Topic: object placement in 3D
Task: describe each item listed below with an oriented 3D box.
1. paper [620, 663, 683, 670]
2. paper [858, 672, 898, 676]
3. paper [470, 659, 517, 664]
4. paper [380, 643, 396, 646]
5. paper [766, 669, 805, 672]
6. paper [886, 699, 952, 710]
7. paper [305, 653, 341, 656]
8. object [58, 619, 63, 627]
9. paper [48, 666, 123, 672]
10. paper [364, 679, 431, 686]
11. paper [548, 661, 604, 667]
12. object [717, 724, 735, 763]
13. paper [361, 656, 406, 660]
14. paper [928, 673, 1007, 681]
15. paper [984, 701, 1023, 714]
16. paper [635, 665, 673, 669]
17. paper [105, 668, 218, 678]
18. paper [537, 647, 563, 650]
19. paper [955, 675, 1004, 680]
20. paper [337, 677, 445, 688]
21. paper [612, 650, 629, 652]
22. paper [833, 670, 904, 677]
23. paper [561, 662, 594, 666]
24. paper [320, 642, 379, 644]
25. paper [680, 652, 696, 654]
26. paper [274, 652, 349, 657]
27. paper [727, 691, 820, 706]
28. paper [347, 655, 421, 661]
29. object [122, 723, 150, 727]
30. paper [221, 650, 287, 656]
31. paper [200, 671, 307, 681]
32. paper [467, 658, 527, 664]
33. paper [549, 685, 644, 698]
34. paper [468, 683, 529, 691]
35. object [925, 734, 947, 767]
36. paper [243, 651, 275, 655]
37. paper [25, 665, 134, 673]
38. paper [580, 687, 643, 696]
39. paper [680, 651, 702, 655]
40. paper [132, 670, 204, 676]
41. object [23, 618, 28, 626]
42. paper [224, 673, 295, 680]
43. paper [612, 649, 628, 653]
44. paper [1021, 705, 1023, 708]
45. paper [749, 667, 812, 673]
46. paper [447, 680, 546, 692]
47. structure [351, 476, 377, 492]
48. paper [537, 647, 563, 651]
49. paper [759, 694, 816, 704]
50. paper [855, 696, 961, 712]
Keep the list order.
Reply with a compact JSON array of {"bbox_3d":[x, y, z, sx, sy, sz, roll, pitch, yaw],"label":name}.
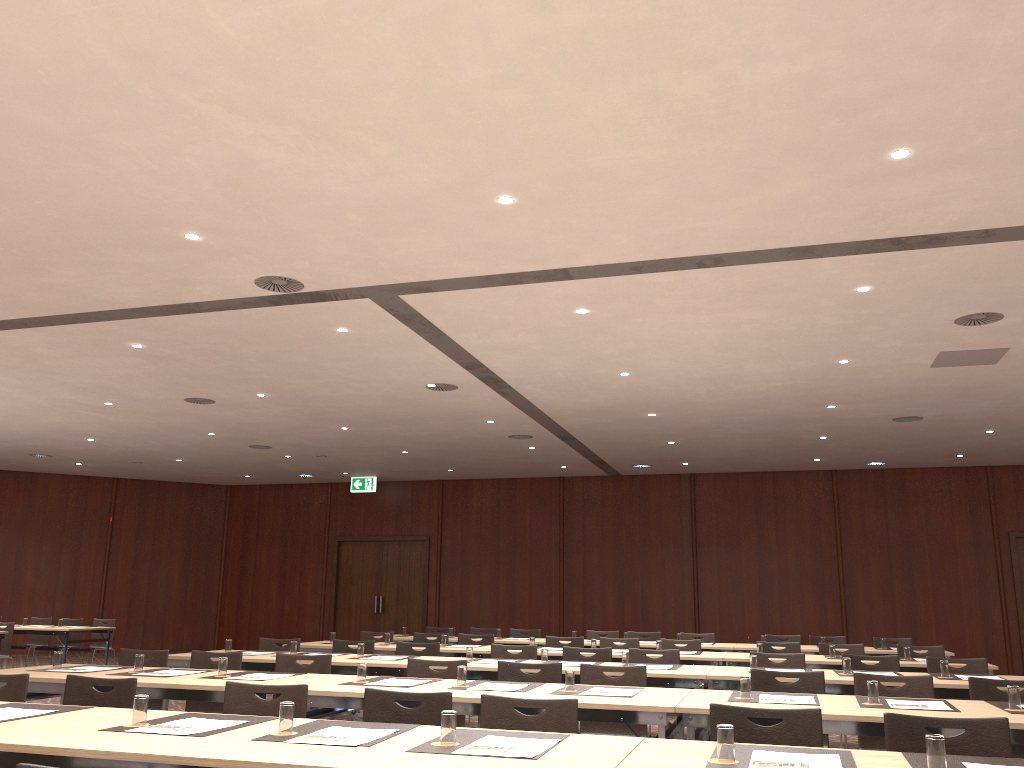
[{"bbox_3d":[1.086,2.222,6.975,0.460,0.003,0.566,-3,-14,16],"label":"paper"},{"bbox_3d":[2.655,2.111,6.449,0.283,0.006,0.399,-3,-14,13],"label":"paper"},{"bbox_3d":[-0.146,2.266,7.243,0.283,0.006,0.399,-3,-14,17],"label":"paper"},{"bbox_3d":[-1.159,2.838,9.662,0.460,0.003,0.566,-3,-14,14],"label":"paper"},{"bbox_3d":[2.044,2.143,6.613,0.283,0.006,0.399,-2,-14,13],"label":"paper"},{"bbox_3d":[2.092,1.653,4.572,0.283,0.006,0.399,-4,-14,18],"label":"paper"},{"bbox_3d":[-1.691,2.359,7.713,0.283,0.006,0.399,-3,-14,15],"label":"paper"},{"bbox_3d":[-6.719,3.554,13.191,0.054,0.113,0.054,0,-13,5],"label":"object"},{"bbox_3d":[-2.904,1.938,6.027,0.283,0.006,0.399,-3,-14,17],"label":"paper"},{"bbox_3d":[-0.689,1.815,5.398,0.283,0.006,0.399,-3,-14,16],"label":"paper"},{"bbox_3d":[0.473,2.254,7.145,0.460,0.003,0.566,-3,-14,14],"label":"paper"},{"bbox_3d":[0.702,1.180,2.914,0.054,0.113,0.054,11,-17,-39],"label":"object"},{"bbox_3d":[-1.080,2.316,7.501,0.283,0.006,0.399,-3,-14,15],"label":"paper"},{"bbox_3d":[3.259,2.096,6.335,0.460,0.003,0.566,-3,-14,17],"label":"paper"},{"bbox_3d":[2.708,1.644,4.485,0.460,0.003,0.566,-3,-14,15],"label":"paper"},{"bbox_3d":[1.085,2.194,6.877,0.283,0.006,0.399,-3,-14,16],"label":"paper"},{"bbox_3d":[-2.311,1.915,5.883,0.460,0.003,0.566,-3,-14,15],"label":"paper"},{"bbox_3d":[0.422,2.726,9.125,0.283,0.006,0.399,-4,-14,18],"label":"paper"},{"bbox_3d":[3.307,2.074,6.260,0.283,0.006,0.399,-4,-14,17],"label":"paper"},{"bbox_3d":[-0.731,1.832,5.453,0.460,0.003,0.566,-4,-14,18],"label":"paper"},{"bbox_3d":[1.047,2.694,8.961,0.283,0.006,0.399,-3,-14,14],"label":"paper"},{"bbox_3d":[2.622,2.130,6.509,0.460,0.003,0.566,-3,-14,14],"label":"paper"},{"bbox_3d":[0.487,2.236,7.084,0.283,0.006,0.399,-4,-14,18],"label":"paper"},{"bbox_3d":[-1.794,2.863,9.798,0.460,0.003,0.566,-3,-14,13],"label":"paper"},{"bbox_3d":[1.663,2.657,8.772,0.283,0.006,0.399,-4,-14,18],"label":"paper"},{"bbox_3d":[-1.755,2.374,7.763,0.460,0.003,0.566,-4,-14,17],"label":"paper"},{"bbox_3d":[1.428,1.712,4.835,0.460,0.003,0.566,-3,-14,17],"label":"paper"},{"bbox_3d":[-1.088,2.338,7.577,0.460,0.003,0.566,-3,-14,14],"label":"paper"},{"bbox_3d":[-1.497,1.359,3.533,0.102,0.001,0.102,0,-14,5],"label":"object"},{"bbox_3d":[-2.354,2.411,7.948,0.460,0.003,0.566,-4,-14,19],"label":"paper"},{"bbox_3d":[-1.670,1.889,5.741,0.460,0.003,0.566,-3,-14,15],"label":"paper"},{"bbox_3d":[-0.150,2.291,7.329,0.460,0.003,0.566,-3,-14,14],"label":"paper"},{"bbox_3d":[0.497,1.760,5.086,0.460,0.003,0.566,-3,-14,15],"label":"paper"},{"bbox_3d":[-0.076,1.779,5.212,0.283,0.006,0.399,-3,-14,14],"label":"paper"},{"bbox_3d":[1.315,1.148,2.748,0.054,0.113,0.054,11,-17,-39],"label":"object"},{"bbox_3d":[-2.317,2.387,7.863,0.283,0.006,0.399,-3,-14,15],"label":"paper"},{"bbox_3d":[-2.934,1.957,6.092,0.460,0.003,0.566,-3,-14,16],"label":"paper"},{"bbox_3d":[0.563,1.739,5.012,0.283,0.006,0.399,-4,-14,18],"label":"paper"},{"bbox_3d":[1.646,2.672,8.818,0.460,0.003,0.566,-3,-14,15],"label":"paper"},{"bbox_3d":[-2.251,1.900,5.836,0.283,0.006,0.399,-3,-14,16],"label":"paper"},{"bbox_3d":[-7.337,3.587,13.365,0.054,0.113,0.054,0,-13,5],"label":"object"},{"bbox_3d":[-1.605,1.865,5.652,0.283,0.006,0.399,-3,-14,15],"label":"paper"},{"bbox_3d":[1.012,2.714,9.028,0.460,0.003,0.566,-4,-14,18],"label":"paper"},{"bbox_3d":[2.714,1.621,4.407,0.283,0.006,0.399,-3,-14,16],"label":"paper"},{"bbox_3d":[2.032,2.167,6.696,0.460,0.003,0.566,-3,-14,16],"label":"paper"},{"bbox_3d":[-0.081,1.800,5.286,0.460,0.003,0.566,-3,-14,14],"label":"paper"},{"bbox_3d":[-3.408,2.307,20.362,0.587,0.345,0.106,-3,-14,16],"label":"structure"},{"bbox_3d":[0.378,2.743,9.185,0.460,0.003,0.566,-2,-14,12],"label":"paper"},{"bbox_3d":[1.471,1.687,4.747,0.283,0.006,0.399,-3,-14,16],"label":"paper"},{"bbox_3d":[2.058,1.675,4.649,0.460,0.003,0.566,-4,-14,18],"label":"paper"}]
